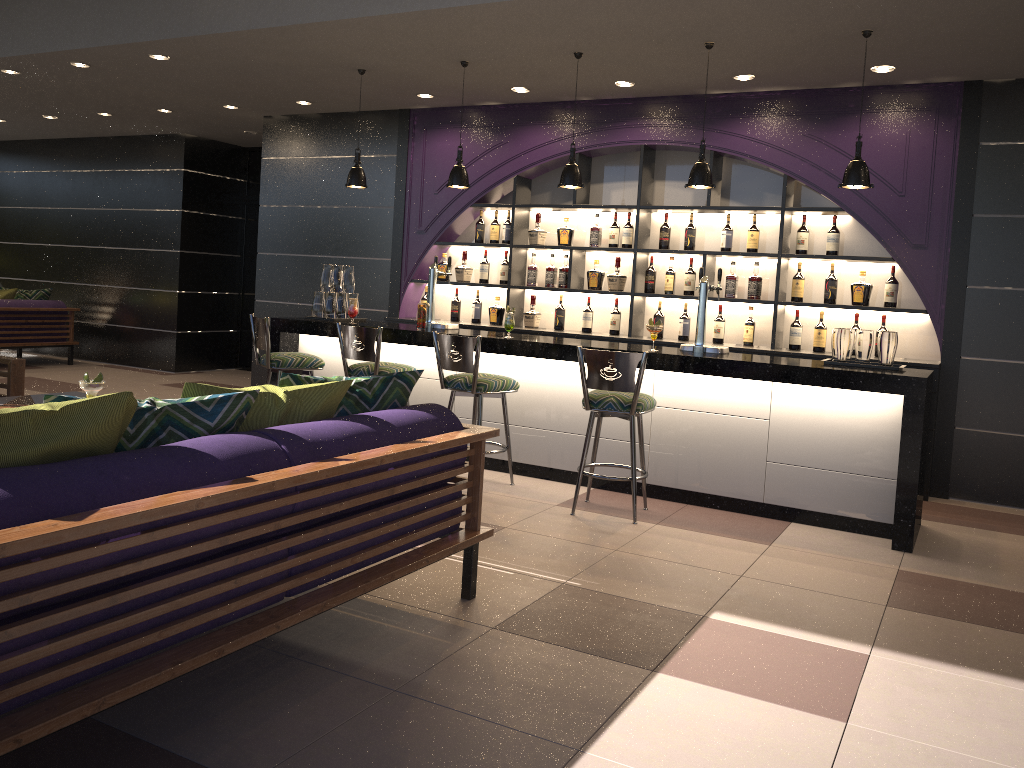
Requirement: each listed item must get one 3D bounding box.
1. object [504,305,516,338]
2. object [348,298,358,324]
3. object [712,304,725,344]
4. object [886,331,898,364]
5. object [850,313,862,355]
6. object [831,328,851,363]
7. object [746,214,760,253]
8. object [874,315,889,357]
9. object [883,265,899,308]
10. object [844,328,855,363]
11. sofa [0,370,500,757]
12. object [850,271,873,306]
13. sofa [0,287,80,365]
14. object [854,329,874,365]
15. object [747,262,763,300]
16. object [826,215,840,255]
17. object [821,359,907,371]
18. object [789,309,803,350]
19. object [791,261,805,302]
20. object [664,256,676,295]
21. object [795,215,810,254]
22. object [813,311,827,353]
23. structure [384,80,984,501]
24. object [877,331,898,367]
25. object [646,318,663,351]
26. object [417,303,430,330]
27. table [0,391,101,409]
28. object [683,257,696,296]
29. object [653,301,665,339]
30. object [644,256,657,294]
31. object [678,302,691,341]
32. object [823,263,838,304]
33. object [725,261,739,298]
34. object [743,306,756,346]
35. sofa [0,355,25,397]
[{"bbox_3d":[-0.015,-0.408,5.790,0.069,0.210,0.069,4,3,11],"label":"object"},{"bbox_3d":[-1.149,-0.528,6.393,0.069,0.180,0.069,3,3,0],"label":"object"},{"bbox_3d":[1.577,-0.457,6.728,0.086,0.297,0.087,3,3,-13],"label":"object"},{"bbox_3d":[2.148,-0.197,5.064,0.106,0.208,0.105,6,4,33],"label":"object"},{"bbox_3d":[2.434,-0.355,6.272,0.086,0.297,0.087,3,3,-13],"label":"object"},{"bbox_3d":[1.883,-0.215,5.079,0.106,0.208,0.105,6,4,33],"label":"object"},{"bbox_3d":[1.809,-1.122,6.627,0.086,0.298,0.087,3,3,-13],"label":"object"},{"bbox_3d":[2.586,-0.336,6.178,0.086,0.298,0.087,3,3,-13],"label":"object"},{"bbox_3d":[2.642,-0.677,6.157,0.086,0.297,0.087,3,3,-13],"label":"object"},{"bbox_3d":[1.945,-0.220,5.169,0.106,0.208,0.105,6,4,33],"label":"object"},{"bbox_3d":[-1.052,0.400,2.803,1.121,0.916,2.130,6,6,28],"label":"sofa"},{"bbox_3d":[2.461,-0.672,6.230,0.094,0.247,0.152,1,5,-43],"label":"object"},{"bbox_3d":[-6.106,-0.665,9.797,1.121,0.916,2.130,6,6,28],"label":"sofa"},{"bbox_3d":[2.012,-0.205,5.065,0.106,0.208,0.105,6,4,33],"label":"object"},{"bbox_3d":[1.817,-0.770,6.609,0.083,0.281,0.083,1,4,-42],"label":"object"},{"bbox_3d":[2.311,-1.064,6.362,0.086,0.297,0.087,3,3,-13],"label":"object"},{"bbox_3d":[2.023,-0.112,5.092,0.438,0.018,0.273,7,7,28],"label":"object"},{"bbox_3d":[2.074,-0.397,6.458,0.086,0.297,0.087,3,3,-13],"label":"object"},{"bbox_3d":[2.080,-0.739,6.425,0.086,0.298,0.087,3,3,-13],"label":"object"},{"bbox_3d":[1.242,-0.849,6.926,0.080,0.299,0.080,5,3,30],"label":"object"},{"bbox_3d":[2.126,-1.087,6.467,0.086,0.297,0.087,3,3,-13],"label":"object"},{"bbox_3d":[2.216,-0.376,6.357,0.086,0.298,0.087,3,3,-13],"label":"object"},{"bbox_3d":[0.967,-0.849,6.941,4.639,2.753,0.531,6,4,28],"label":"structure"},{"bbox_3d":[2.100,-0.188,4.959,0.106,0.208,0.105,6,4,33],"label":"object"},{"bbox_3d":[0.855,-0.298,5.328,0.105,0.196,0.106,1,4,-34],"label":"object"},{"bbox_3d":[-0.617,-0.469,6.106,0.067,0.189,0.085,1,4,-37],"label":"object"},{"bbox_3d":[-2.345,0.430,3.485,0.943,0.552,2.041,6,7,28],"label":"table"},{"bbox_3d":[1.376,-0.827,6.829,0.086,0.297,0.087,3,3,-13],"label":"object"},{"bbox_3d":[1.150,-0.504,6.926,0.086,0.296,0.087,3,3,-13],"label":"object"},{"bbox_3d":[1.094,-0.861,6.974,0.086,0.298,0.087,3,3,-13],"label":"object"},{"bbox_3d":[1.334,-0.491,6.847,0.087,0.314,0.104,5,4,33],"label":"object"},{"bbox_3d":[2.280,-0.717,6.321,0.086,0.296,0.087,3,3,-13],"label":"object"},{"bbox_3d":[1.669,-0.790,6.710,0.083,0.281,0.083,5,3,28],"label":"object"},{"bbox_3d":[1.790,-0.436,6.659,0.080,0.299,0.080,5,3,30],"label":"object"},{"bbox_3d":[-3.648,0.092,4.183,1.121,0.916,2.130,6,6,28],"label":"sofa"}]
